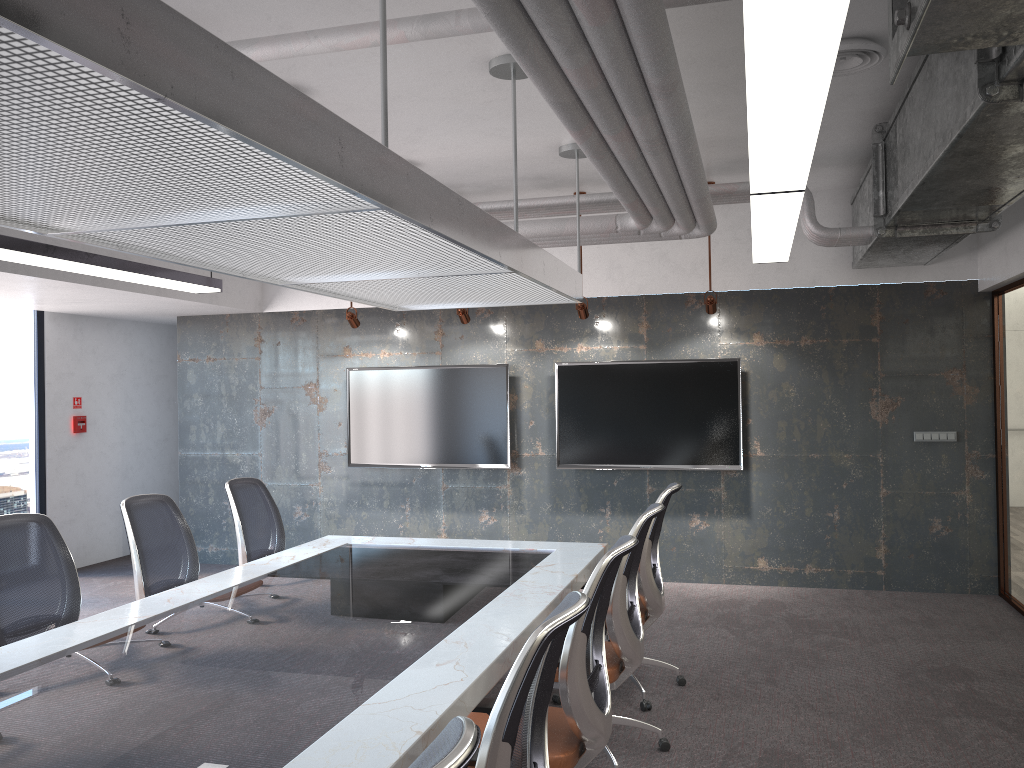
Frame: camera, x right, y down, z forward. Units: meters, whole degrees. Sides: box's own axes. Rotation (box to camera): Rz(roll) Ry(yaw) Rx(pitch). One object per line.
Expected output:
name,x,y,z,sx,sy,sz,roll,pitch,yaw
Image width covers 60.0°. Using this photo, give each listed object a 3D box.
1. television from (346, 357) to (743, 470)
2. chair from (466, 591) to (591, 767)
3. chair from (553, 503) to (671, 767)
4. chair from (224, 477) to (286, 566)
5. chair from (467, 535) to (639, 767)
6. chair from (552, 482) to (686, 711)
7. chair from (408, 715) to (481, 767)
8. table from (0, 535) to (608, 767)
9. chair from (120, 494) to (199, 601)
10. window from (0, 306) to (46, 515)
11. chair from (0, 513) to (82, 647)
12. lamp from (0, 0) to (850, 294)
television,0.196,0.288,8.056,3.667,0.960,0.101,-1,-1,15
chair,-0.191,1.132,2.292,0.828,1.166,0.789,-1,-1,-21
chair,0.315,1.142,4.119,0.828,1.166,0.789,-1,-1,-21
chair,-1.412,1.187,5.676,0.828,1.166,0.789,-1,-1,-21
chair,0.062,1.137,3.206,0.828,1.166,0.789,-1,-1,-21
chair,0.568,1.147,5.032,0.828,1.166,0.789,-1,-1,-21
chair,-0.444,1.126,1.379,0.828,1.166,0.789,-1,-1,-21
table,-1.048,1.359,3.072,1.898,0.745,5.498,-1,-1,15
chair,-1.665,1.182,4.762,0.828,1.166,0.789,-1,-1,-21
window,-5.793,0.476,4.153,0.121,2.670,9.225,-1,-1,15
chair,-1.977,1.179,3.971,0.828,1.166,0.789,-1,-1,-15
lamp,-1.106,-1.167,3.012,4.126,0.908,6.097,-1,-1,15
